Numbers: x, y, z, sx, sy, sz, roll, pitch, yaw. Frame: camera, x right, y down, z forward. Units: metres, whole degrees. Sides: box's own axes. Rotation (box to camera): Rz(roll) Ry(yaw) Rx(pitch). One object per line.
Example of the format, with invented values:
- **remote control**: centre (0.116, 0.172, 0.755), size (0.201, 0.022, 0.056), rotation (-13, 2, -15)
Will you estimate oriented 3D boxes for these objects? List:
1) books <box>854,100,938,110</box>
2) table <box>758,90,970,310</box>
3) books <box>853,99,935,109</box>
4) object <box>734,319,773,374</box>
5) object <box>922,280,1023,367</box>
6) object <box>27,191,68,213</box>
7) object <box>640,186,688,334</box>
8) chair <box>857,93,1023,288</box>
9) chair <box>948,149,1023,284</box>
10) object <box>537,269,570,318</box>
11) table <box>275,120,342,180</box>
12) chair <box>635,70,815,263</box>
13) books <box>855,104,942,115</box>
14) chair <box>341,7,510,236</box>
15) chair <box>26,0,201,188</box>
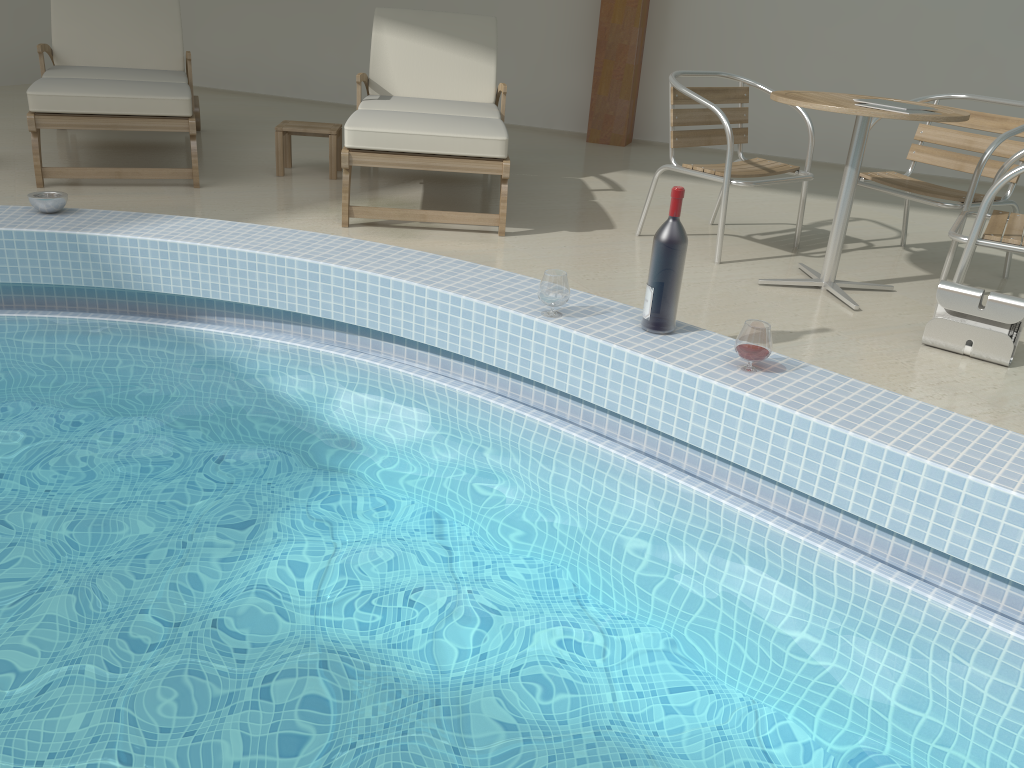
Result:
- **books**: centre (1.377, -1.004, 3.191), size (0.166, 0.004, 0.241), rotation (-10, 28, -30)
- **table**: centre (1.290, -0.715, 3.430), size (0.700, 0.720, 0.700), rotation (21, 28, 32)
- **books**: centre (1.409, -1.039, 3.286), size (0.166, 0.004, 0.241), rotation (-10, 28, -30)
- **object**: centre (0.667, -0.103, 2.450), size (0.102, 0.137, 0.102), rotation (15, 26, 23)
- **object**: centre (1.528, -0.203, 2.928), size (0.272, 0.223, 0.081), rotation (21, 28, 33)
- **object**: centre (-1.792, -0.698, 3.432), size (0.140, 0.069, 0.140), rotation (-1, 24, -14)
- **object**: centre (0.464, -0.368, 2.640), size (0.109, 0.435, 0.109), rotation (-13, 29, -35)
- **chair**: centre (1.851, -0.874, 3.871), size (0.563, 0.727, 0.618), rotation (-9, 27, -29)
- **chair**: centre (1.865, -0.541, 3.117), size (0.563, 0.727, 0.618), rotation (17, 26, 26)
- **object**: centre (0.130, -0.281, 2.753), size (0.102, 0.137, 0.102), rotation (15, 26, 23)
- **table**: centre (-1.108, -1.285, 4.859), size (0.320, 0.255, 0.283), rotation (2, 24, -5)
- **chair**: centre (0.992, -0.994, 3.984), size (0.618, 0.727, 0.563), rotation (-15, 30, -37)
- **books**: centre (1.340, -0.958, 3.091), size (0.166, 0.004, 0.241), rotation (-10, 28, -30)
- **chair**: centre (-0.418, -1.453, 4.609), size (0.861, 0.866, 1.903), rotation (2, 24, -5)
- **chair**: centre (-2.165, -1.716, 4.883), size (0.861, 0.866, 1.903), rotation (-4, 25, -20)
